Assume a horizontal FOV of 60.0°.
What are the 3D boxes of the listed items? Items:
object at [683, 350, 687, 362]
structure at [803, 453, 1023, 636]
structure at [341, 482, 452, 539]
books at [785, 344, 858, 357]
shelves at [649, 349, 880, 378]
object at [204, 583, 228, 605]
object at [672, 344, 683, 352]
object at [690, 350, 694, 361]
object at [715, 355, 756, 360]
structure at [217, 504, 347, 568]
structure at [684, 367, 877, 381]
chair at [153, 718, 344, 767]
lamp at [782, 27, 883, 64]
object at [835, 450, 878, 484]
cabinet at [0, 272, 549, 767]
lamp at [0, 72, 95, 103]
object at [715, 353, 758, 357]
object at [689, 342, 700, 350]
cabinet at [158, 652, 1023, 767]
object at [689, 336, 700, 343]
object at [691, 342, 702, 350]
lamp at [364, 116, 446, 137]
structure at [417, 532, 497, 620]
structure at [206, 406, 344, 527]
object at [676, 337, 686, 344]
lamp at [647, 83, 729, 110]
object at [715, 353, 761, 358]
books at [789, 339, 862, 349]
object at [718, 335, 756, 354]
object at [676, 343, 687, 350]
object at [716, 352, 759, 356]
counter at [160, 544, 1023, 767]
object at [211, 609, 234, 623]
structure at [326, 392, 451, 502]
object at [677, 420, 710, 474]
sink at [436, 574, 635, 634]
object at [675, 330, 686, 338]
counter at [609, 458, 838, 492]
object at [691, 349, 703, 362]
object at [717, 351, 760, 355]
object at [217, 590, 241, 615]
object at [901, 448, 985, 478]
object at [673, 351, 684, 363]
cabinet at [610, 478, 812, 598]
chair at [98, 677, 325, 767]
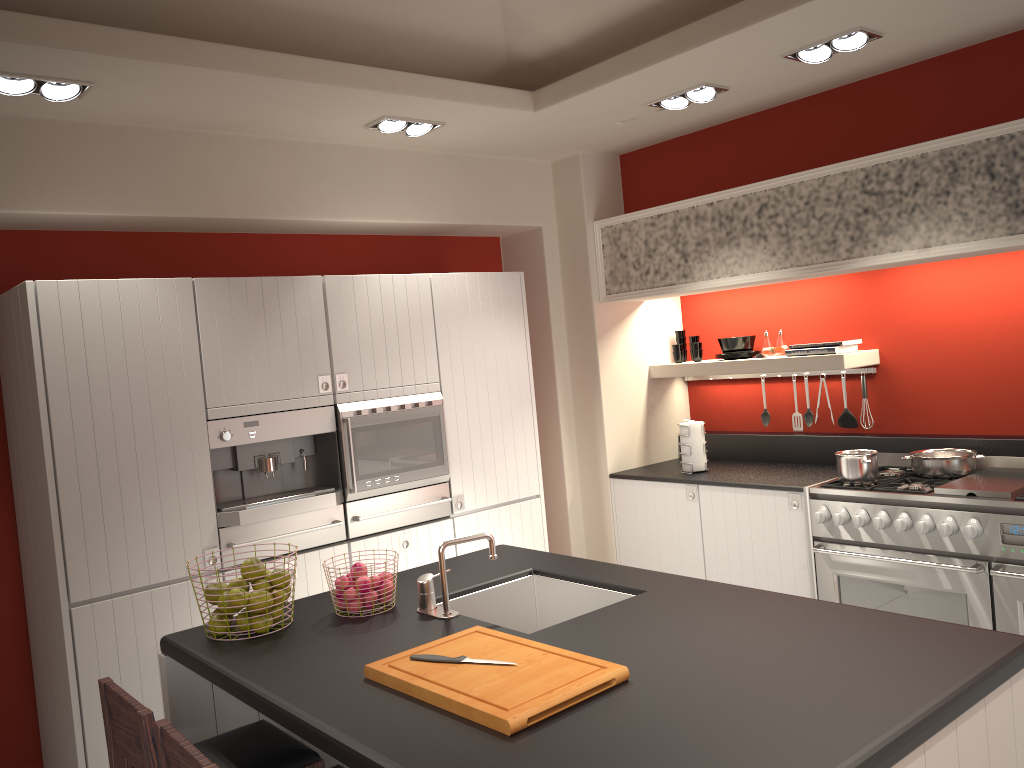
[{"bbox_3d":[1.123,-0.183,5.848,0.070,0.076,0.070,-4,2,22],"label":"object"},{"bbox_3d":[2.153,0.933,4.149,0.778,1.085,1.322,-7,3,-40],"label":"structure"},{"bbox_3d":[-0.564,0.636,4.500,0.617,0.177,0.129,-7,3,-40],"label":"structure"},{"bbox_3d":[1.737,-0.188,4.984,0.207,0.042,0.331,-7,3,-34],"label":"books"},{"bbox_3d":[1.470,-0.115,5.363,0.376,0.083,1.379,-7,3,-40],"label":"shelves"},{"bbox_3d":[-0.938,0.667,2.819,0.077,0.068,0.076,-3,3,44],"label":"object"},{"bbox_3d":[1.062,-0.215,5.672,0.070,0.076,0.070,-4,2,22],"label":"object"},{"bbox_3d":[1.194,-0.186,5.762,0.070,0.076,0.070,-4,2,22],"label":"object"},{"bbox_3d":[1.397,-0.163,5.478,0.280,0.016,0.280,-7,3,-40],"label":"object"},{"bbox_3d":[-1.047,0.696,4.099,0.617,0.177,0.129,-7,3,-40],"label":"structure"},{"bbox_3d":[1.605,-0.058,5.461,0.054,0.034,1.355,-7,3,-40],"label":"structure"},{"bbox_3d":[-0.508,1.282,2.128,0.474,1.008,0.383,-7,2,-38],"label":"chair"},{"bbox_3d":[1.364,-1.459,3.788,0.199,0.104,0.361,-7,3,-40],"label":"lamp"},{"bbox_3d":[1.719,0.414,4.416,0.201,0.148,0.201,-3,3,43],"label":"object"},{"bbox_3d":[-1.030,0.608,4.563,2.558,2.250,0.716,-7,3,-40],"label":"cabinet"},{"bbox_3d":[-1.812,-1.152,3.382,0.361,0.103,0.199,-7,3,-40],"label":"lamp"},{"bbox_3d":[1.397,-0.173,5.478,0.280,0.016,0.280,-7,3,-40],"label":"object"},{"bbox_3d":[1.190,-0.230,5.761,0.070,0.076,0.070,-4,2,22],"label":"object"},{"bbox_3d":[0.118,1.255,2.491,1.424,1.011,2.034,-7,3,-40],"label":"cabinet"},{"bbox_3d":[1.186,-0.273,5.759,0.070,0.076,0.070,-4,2,22],"label":"object"},{"bbox_3d":[1.172,-0.223,5.617,0.070,0.076,0.070,-4,2,22],"label":"object"},{"bbox_3d":[-0.535,-1.300,4.444,0.361,0.084,0.199,-7,3,-40],"label":"lamp"},{"bbox_3d":[-0.182,0.601,2.813,0.224,0.249,0.183,-7,3,-39],"label":"structure"},{"bbox_3d":[-1.176,0.373,4.209,0.624,0.470,0.453,-7,3,-40],"label":"structure"},{"bbox_3d":[1.115,-0.270,5.845,0.070,0.076,0.070,-4,2,22],"label":"object"},{"bbox_3d":[0.867,-1.435,4.390,0.199,0.109,0.361,-7,3,-40],"label":"lamp"},{"bbox_3d":[1.397,-0.168,5.478,0.280,0.016,0.280,-7,3,-40],"label":"object"},{"bbox_3d":[1.760,-0.225,4.983,0.207,0.026,0.332,-7,3,-39],"label":"books"},{"bbox_3d":[1.391,-0.236,5.476,0.232,0.108,0.232,-5,2,2],"label":"object"},{"bbox_3d":[1.119,-0.227,5.847,0.070,0.076,0.070,-4,2,22],"label":"object"},{"bbox_3d":[1.396,-0.179,5.477,0.280,0.016,0.280,-7,3,-40],"label":"object"},{"bbox_3d":[0.073,0.725,2.469,1.416,0.050,2.054,-7,3,-40],"label":"counter"},{"bbox_3d":[-0.920,0.740,2.817,0.068,0.068,0.068,-6,2,-28],"label":"object"},{"bbox_3d":[-0.649,0.308,4.549,0.610,0.472,0.332,-7,3,-40],"label":"structure"},{"bbox_3d":[1.075,0.369,5.274,0.168,0.304,0.163,-6,2,-11],"label":"object"},{"bbox_3d":[0.074,0.836,2.868,0.516,0.258,0.567,-7,3,-40],"label":"sink"},{"bbox_3d":[1.111,-0.314,5.844,0.070,0.076,0.070,-4,2,22],"label":"object"},{"bbox_3d":[1.301,0.517,5.187,0.699,0.026,1.360,-7,3,-40],"label":"counter"},{"bbox_3d":[1.176,-0.179,5.619,0.070,0.076,0.070,-4,2,22],"label":"object"},{"bbox_3d":[1.396,-0.184,5.477,0.280,0.016,0.280,-7,3,-40],"label":"object"},{"bbox_3d":[-0.881,0.685,2.777,0.076,0.077,0.076,-5,2,15],"label":"object"},{"bbox_3d":[2.144,0.394,4.410,0.309,0.104,0.309,-6,2,-12],"label":"object"},{"bbox_3d":[1.066,-0.171,5.674,0.070,0.076,0.070,-4,2,22],"label":"object"},{"bbox_3d":[1.347,1.024,5.206,0.687,0.993,1.361,-7,3,-40],"label":"cabinet"},{"bbox_3d":[-0.801,1.295,2.483,0.474,1.008,0.383,-7,2,-40],"label":"chair"}]
